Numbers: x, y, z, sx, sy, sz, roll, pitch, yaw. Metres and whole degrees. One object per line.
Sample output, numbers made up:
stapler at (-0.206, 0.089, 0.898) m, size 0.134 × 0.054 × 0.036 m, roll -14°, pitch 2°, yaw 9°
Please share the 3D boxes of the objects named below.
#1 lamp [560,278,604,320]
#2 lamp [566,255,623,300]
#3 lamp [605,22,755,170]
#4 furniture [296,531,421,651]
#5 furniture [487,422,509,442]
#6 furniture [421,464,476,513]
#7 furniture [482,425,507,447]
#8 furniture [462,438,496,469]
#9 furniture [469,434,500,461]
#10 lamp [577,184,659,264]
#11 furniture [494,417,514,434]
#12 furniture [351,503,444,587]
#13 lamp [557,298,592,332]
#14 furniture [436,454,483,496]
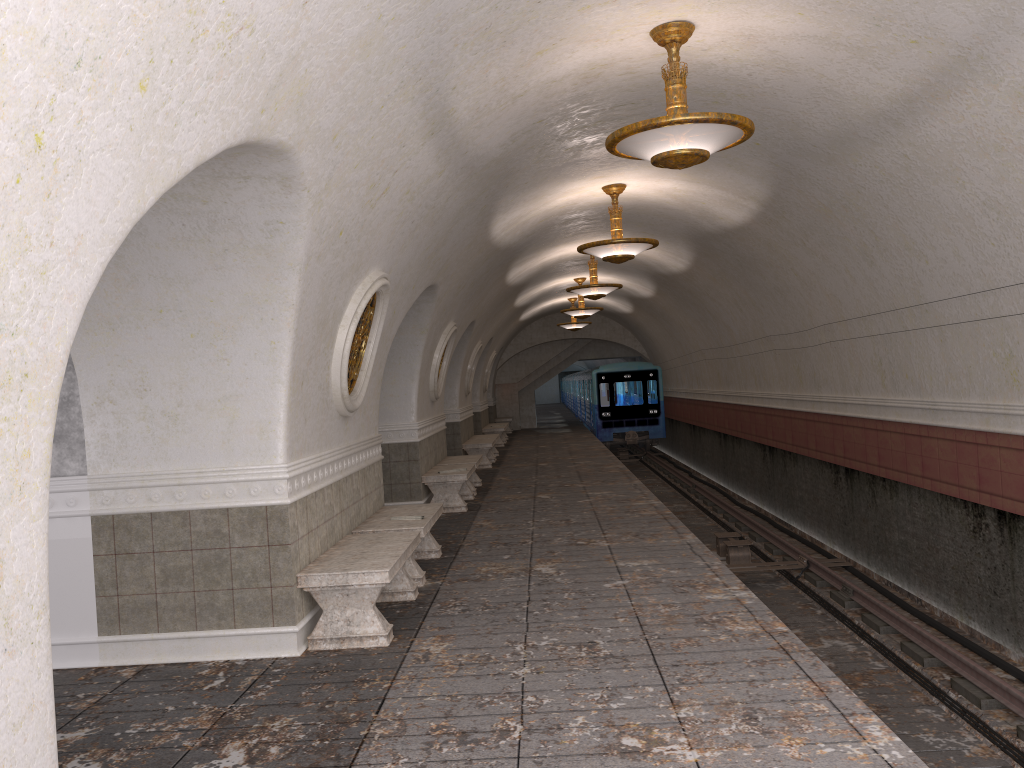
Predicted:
lamp at (1.607, -1.971, 20.599) m, size 1.008 × 0.955 × 1.008 m, roll -4°, pitch 0°, yaw 18°
lamp at (1.448, -1.964, 15.774) m, size 1.008 × 0.955 × 1.008 m, roll -4°, pitch 0°, yaw 18°
lamp at (1.129, -1.949, 6.087) m, size 1.008 × 0.955 × 1.008 m, roll -4°, pitch 0°, yaw -14°
furniture at (-1.058, 1.468, 6.485) m, size 0.613 × 0.508 × 1.509 m, roll -4°, pitch 0°, yaw 2°
furniture at (-0.409, 1.438, 26.148) m, size 0.613 × 0.508 × 1.509 m, roll -4°, pitch 0°, yaw 2°
furniture at (-0.859, 1.459, 12.490) m, size 0.613 × 0.508 × 1.509 m, roll -4°, pitch 0°, yaw 2°
furniture at (-0.464, 1.440, 24.467) m, size 0.613 × 0.508 × 1.509 m, roll -4°, pitch 0°, yaw 2°
furniture at (-0.661, 1.449, 18.508) m, size 0.613 × 0.508 × 1.509 m, roll -4°, pitch 0°, yaw 2°
furniture at (-0.606, 1.447, 20.188) m, size 0.613 × 0.508 × 1.509 m, roll -4°, pitch 0°, yaw 2°
lamp at (1.289, -1.956, 10.946) m, size 1.008 × 0.955 × 1.008 m, roll -4°, pitch 0°, yaw -14°
furniture at (-0.257, 1.431, 30.766) m, size 0.613 × 0.508 × 1.509 m, roll -4°, pitch 0°, yaw 2°
furniture at (-1.002, 1.465, 8.165) m, size 0.613 × 0.508 × 1.509 m, roll -4°, pitch 0°, yaw 2°
lamp at (1.767, -1.978, 25.426) m, size 1.008 × 0.955 × 1.008 m, roll -4°, pitch 0°, yaw -42°
furniture at (-0.804, 1.456, 14.171) m, size 0.613 × 0.508 × 1.509 m, roll -4°, pitch 0°, yaw 2°
